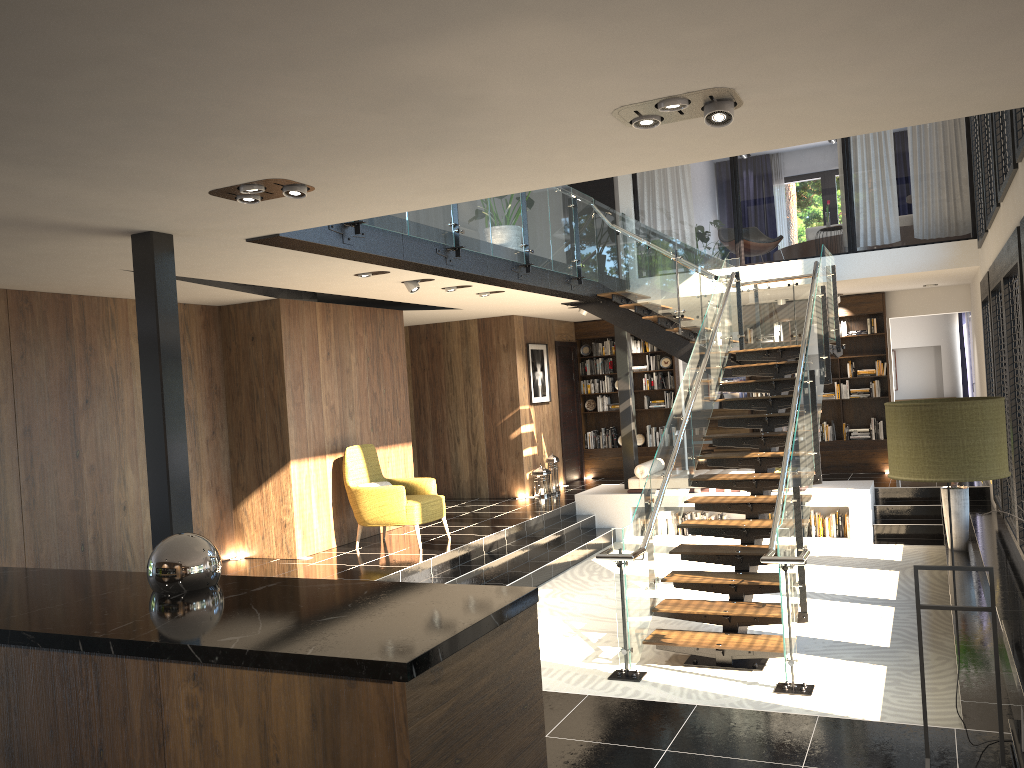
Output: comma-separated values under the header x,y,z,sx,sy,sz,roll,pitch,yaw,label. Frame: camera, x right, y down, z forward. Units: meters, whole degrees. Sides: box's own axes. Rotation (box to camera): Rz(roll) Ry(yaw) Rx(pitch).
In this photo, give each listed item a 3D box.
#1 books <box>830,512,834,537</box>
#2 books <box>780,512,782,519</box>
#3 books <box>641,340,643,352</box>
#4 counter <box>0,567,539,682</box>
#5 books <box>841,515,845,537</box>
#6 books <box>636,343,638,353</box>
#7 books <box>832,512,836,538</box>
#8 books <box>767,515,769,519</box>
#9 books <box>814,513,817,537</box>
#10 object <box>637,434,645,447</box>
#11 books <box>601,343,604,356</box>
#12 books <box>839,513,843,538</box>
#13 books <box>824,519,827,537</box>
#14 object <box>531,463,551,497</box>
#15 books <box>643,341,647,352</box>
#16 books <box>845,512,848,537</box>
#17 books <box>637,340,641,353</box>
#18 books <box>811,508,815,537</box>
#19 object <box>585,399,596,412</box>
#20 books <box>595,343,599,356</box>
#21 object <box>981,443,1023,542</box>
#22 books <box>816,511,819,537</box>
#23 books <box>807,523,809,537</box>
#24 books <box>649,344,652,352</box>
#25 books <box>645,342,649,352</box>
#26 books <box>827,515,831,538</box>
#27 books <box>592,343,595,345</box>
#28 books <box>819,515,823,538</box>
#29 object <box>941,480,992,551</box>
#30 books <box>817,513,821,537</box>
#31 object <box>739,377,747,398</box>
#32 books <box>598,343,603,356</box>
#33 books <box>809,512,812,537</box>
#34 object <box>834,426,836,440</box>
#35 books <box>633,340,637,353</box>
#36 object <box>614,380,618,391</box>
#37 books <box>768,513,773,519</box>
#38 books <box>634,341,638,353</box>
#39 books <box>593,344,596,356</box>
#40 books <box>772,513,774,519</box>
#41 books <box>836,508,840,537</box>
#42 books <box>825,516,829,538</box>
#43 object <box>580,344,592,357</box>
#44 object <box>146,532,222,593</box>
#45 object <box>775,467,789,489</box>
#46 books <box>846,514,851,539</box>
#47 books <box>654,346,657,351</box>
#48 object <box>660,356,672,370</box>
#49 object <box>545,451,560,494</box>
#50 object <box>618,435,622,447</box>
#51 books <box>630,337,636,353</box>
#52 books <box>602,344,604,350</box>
x,y,z,sx,sy,sz,roll,pitch,yaw,label
3.983,1.747,11.022,0.039,0.284,0.199,-4,0,25,books
3.419,1.765,11.298,0.029,0.326,0.153,-4,0,25,books
2.198,-0.638,14.877,0.042,0.223,0.163,-4,0,25,books
-1.687,0.712,2.943,3.574,0.041,0.698,-4,0,25,counter
4.099,1.753,10.964,0.019,0.255,0.180,-4,0,25,books
2.131,-0.608,14.898,0.034,0.171,0.158,-4,0,25,books
4.005,1.745,10.991,0.028,0.285,0.210,-4,0,25,books
3.285,1.803,11.345,0.029,0.268,0.146,-4,0,25,books
3.804,1.760,11.094,0.023,0.283,0.175,-4,0,25,books
2.138,0.946,14.897,0.212,0.222,0.082,-4,0,25,object
1.559,-0.589,15.157,0.014,0.212,0.184,-4,0,25,books
4.071,1.746,10.963,0.030,0.273,0.185,-4,0,25,books
3.917,1.785,11.054,0.022,0.216,0.137,-4,0,25,books
0.437,1.417,13.161,0.262,0.483,0.262,-4,0,25,object
2.229,-0.681,14.812,0.015,0.303,0.251,-4,0,25,books
4.129,1.735,10.956,0.043,0.287,0.147,-4,0,25,books
2.158,-0.630,14.879,0.034,0.211,0.205,-4,0,25,books
3.775,1.736,11.096,0.028,0.334,0.205,-4,0,25,books
1.355,0.370,15.270,0.212,0.222,0.082,-4,0,25,object
1.482,-0.589,15.178,0.026,0.222,0.202,-4,0,25,books
2.088,0.617,3.466,0.607,0.744,0.406,-4,0,-15,object
3.825,1.748,11.087,0.021,0.302,0.167,-4,0,25,books
3.695,1.794,11.134,0.032,0.229,0.228,-4,0,25,books
2.318,-0.687,14.764,0.017,0.302,0.266,-4,0,25,books
2.284,-0.657,14.833,0.064,0.247,0.209,-4,0,25,books
3.945,1.767,11.011,0.021,0.248,0.197,-4,0,25,books
1.428,-0.591,15.216,0.017,0.234,0.199,-4,0,25,books
3.859,1.773,11.044,0.025,0.249,0.208,-4,0,25,books
4.587,1.052,9.235,0.876,1.338,0.830,-4,0,14,object
3.845,1.756,11.076,0.025,0.285,0.164,-4,0,25,books
4.619,0.049,17.621,0.272,0.860,0.270,-4,0,40,object
1.524,-0.589,15.166,0.059,0.216,0.159,-4,0,25,books
3.766,1.762,11.138,0.027,0.284,0.177,-4,0,25,books
4.958,0.734,13.621,0.020,0.262,0.047,-4,0,25,object
2.076,-0.626,14.908,0.019,0.216,0.214,-4,0,25,books
1.838,0.019,15.031,0.212,0.222,0.082,-4,0,25,object
3.314,1.783,11.334,0.035,0.305,0.151,-4,0,25,books
2.104,-0.624,14.914,0.027,0.207,0.203,-4,0,25,books
1.431,-0.582,15.174,0.024,0.216,0.210,-4,0,25,books
3.357,1.797,11.352,0.026,0.270,0.128,-4,0,25,books
4.041,1.720,10.988,0.042,0.328,0.205,-4,0,25,books
3.923,1.770,11.015,0.024,0.246,0.211,-4,0,25,books
1.270,-0.573,15.247,0.212,0.222,0.082,-4,0,25,object
-1.049,0.592,2.844,0.227,0.228,0.227,-4,0,-14,object
3.497,1.376,11.666,0.466,0.510,1.166,-4,0,25,object
4.150,1.745,10.905,0.037,0.264,0.272,-4,0,25,books
2.396,-0.672,14.742,0.013,0.262,0.217,-4,0,25,books
2.546,-0.347,14.666,0.212,0.222,0.082,-4,0,25,object
0.620,1.327,13.327,0.182,0.643,0.182,-4,0,25,object
1.891,0.963,15.018,0.212,0.222,0.082,-4,0,25,object
2.038,-0.655,14.868,0.011,0.276,0.287,-4,0,25,books
1.584,-0.586,15.164,0.025,0.203,0.156,-4,0,25,books
